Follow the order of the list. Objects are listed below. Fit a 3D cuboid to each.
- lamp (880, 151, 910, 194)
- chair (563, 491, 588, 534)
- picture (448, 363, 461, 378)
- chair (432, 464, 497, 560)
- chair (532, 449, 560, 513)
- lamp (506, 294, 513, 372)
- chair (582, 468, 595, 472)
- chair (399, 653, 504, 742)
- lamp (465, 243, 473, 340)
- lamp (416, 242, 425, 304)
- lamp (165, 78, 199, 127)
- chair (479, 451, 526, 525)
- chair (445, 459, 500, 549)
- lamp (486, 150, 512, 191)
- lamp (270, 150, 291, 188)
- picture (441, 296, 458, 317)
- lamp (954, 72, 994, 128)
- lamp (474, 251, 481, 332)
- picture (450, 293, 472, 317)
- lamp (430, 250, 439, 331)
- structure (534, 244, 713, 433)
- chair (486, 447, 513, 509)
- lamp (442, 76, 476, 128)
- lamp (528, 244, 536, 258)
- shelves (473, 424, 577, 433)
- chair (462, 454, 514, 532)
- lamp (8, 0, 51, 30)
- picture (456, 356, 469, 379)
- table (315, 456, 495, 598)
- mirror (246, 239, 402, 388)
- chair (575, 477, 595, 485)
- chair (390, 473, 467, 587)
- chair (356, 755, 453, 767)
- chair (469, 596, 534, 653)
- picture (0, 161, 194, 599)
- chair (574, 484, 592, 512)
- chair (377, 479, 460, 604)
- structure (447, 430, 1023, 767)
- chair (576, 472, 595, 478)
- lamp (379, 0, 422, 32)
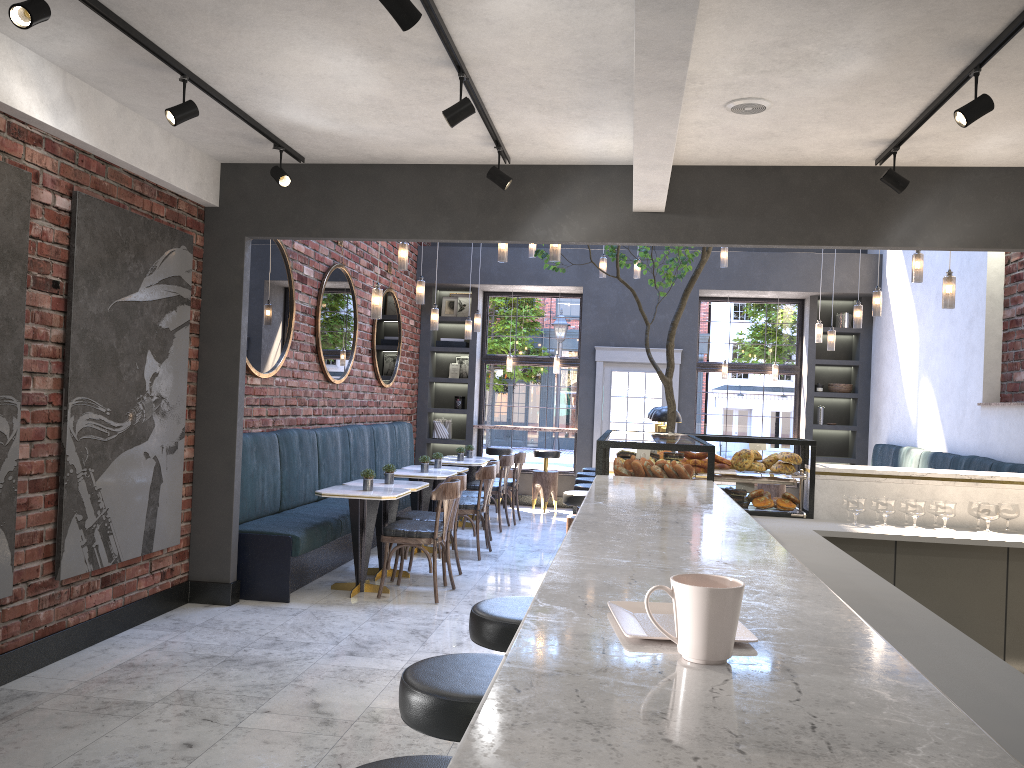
[{"bbox_3d":[2.159,-1.189,4.996,0.157,0.235,0.087,2,-1,2],"label":"lamp"},{"bbox_3d":[0.588,1.255,7.242,0.370,0.737,0.372,3,-1,-39],"label":"chair"},{"bbox_3d":[-0.817,-0.185,12.586,0.161,0.227,0.049,2,-1,8],"label":"picture"},{"bbox_3d":[-0.425,1.176,8.327,0.521,0.851,0.538,2,-1,9],"label":"chair"},{"bbox_3d":[0.452,1.301,11.957,0.372,0.821,0.370,3,-1,-30],"label":"chair"},{"bbox_3d":[-0.010,-0.887,12.321,0.078,1.429,0.078,2,-1,38],"label":"lamp"},{"bbox_3d":[0.963,1.326,10.023,0.370,0.737,0.372,3,-1,-39],"label":"chair"},{"bbox_3d":[-0.092,1.083,2.067,0.370,0.821,0.372,2,-1,17],"label":"chair"},{"bbox_3d":[-0.421,-2.563,10.194,0.078,4.104,0.078,2,-1,-7],"label":"lamp"},{"bbox_3d":[-0.785,-2.807,8.406,0.078,4.104,0.078,2,-1,15],"label":"lamp"},{"bbox_3d":[-1.596,-1.359,4.294,0.157,0.238,0.087,3,-1,-43],"label":"lamp"},{"bbox_3d":[-0.108,1.235,10.665,0.521,0.851,0.497,2,-1,7],"label":"chair"},{"bbox_3d":[-0.403,1.189,8.962,0.521,0.851,0.538,2,-1,1],"label":"chair"},{"bbox_3d":[-0.073,-1.277,5.298,0.157,0.238,0.087,2,-1,2],"label":"lamp"},{"bbox_3d":[-1.427,-1.327,5.479,0.087,0.235,0.157,3,-1,-41],"label":"lamp"},{"bbox_3d":[-0.885,-1.088,12.590,0.230,0.313,0.061,2,-1,8],"label":"picture"},{"bbox_3d":[1.988,-1.220,3.814,0.157,0.235,0.087,2,-1,2],"label":"lamp"},{"bbox_3d":[-0.339,-2.682,10.763,0.078,4.104,0.078,2,-1,-7],"label":"lamp"},{"bbox_3d":[-0.716,-1.105,12.603,0.361,0.369,0.055,2,-1,8],"label":"picture"},{"bbox_3d":[-0.708,-2.598,9.042,0.078,4.104,0.078,2,-1,15],"label":"lamp"},{"bbox_3d":[1.412,-1.329,7.549,2.807,5.988,3.744,3,-1,-39],"label":"structure"},{"bbox_3d":[-0.185,1.277,12.066,0.370,0.821,0.372,3,-1,-30],"label":"chair"},{"bbox_3d":[-0.245,-1.307,4.116,0.157,0.238,0.087,2,-1,2],"label":"lamp"},{"bbox_3d":[0.303,-3.428,9.673,0.078,4.104,0.078,2,-1,-7],"label":"lamp"},{"bbox_3d":[1.672,0.673,12.075,4.402,0.043,0.384,2,-1,8],"label":"shelves"},{"bbox_3d":[-0.253,1.218,10.100,0.521,0.851,0.538,2,-1,9],"label":"chair"},{"bbox_3d":[-1.739,-1.385,3.203,0.087,0.235,0.157,2,-1,2],"label":"lamp"},{"bbox_3d":[-0.684,-0.229,12.594,0.247,0.326,0.044,2,-1,8],"label":"picture"},{"bbox_3d":[1.149,1.294,8.414,4.599,0.751,4.831,2,-1,8],"label":"table"},{"bbox_3d":[-1.715,-0.755,8.830,0.036,1.510,4.774,2,-1,8],"label":"mirror"},{"bbox_3d":[0.786,1.291,8.631,0.370,0.737,0.372,3,-1,-39],"label":"chair"},{"bbox_3d":[-0.645,1.143,7.144,0.521,0.851,0.538,2,-1,9],"label":"chair"},{"bbox_3d":[-0.150,1.068,1.413,0.370,0.821,0.372,3,-1,-39],"label":"chair"},{"bbox_3d":[0.037,1.102,2.742,0.372,0.821,0.370,3,-1,-30],"label":"chair"},{"bbox_3d":[-2.339,0.002,4.429,0.033,2.027,2.821,2,-1,8],"label":"picture"},{"bbox_3d":[0.726,1.275,7.934,0.372,0.737,0.370,2,-1,35],"label":"chair"},{"bbox_3d":[-0.663,1.131,6.563,0.521,0.851,0.538,2,-1,9],"label":"chair"},{"bbox_3d":[1.785,0.930,2.580,3.205,1.300,5.806,2,-1,8],"label":"structure"},{"bbox_3d":[0.848,1.307,9.322,0.370,0.737,0.372,2,-1,-2],"label":"chair"},{"bbox_3d":[-0.380,-1.334,3.029,0.157,0.238,0.087,3,-1,-43],"label":"lamp"}]
